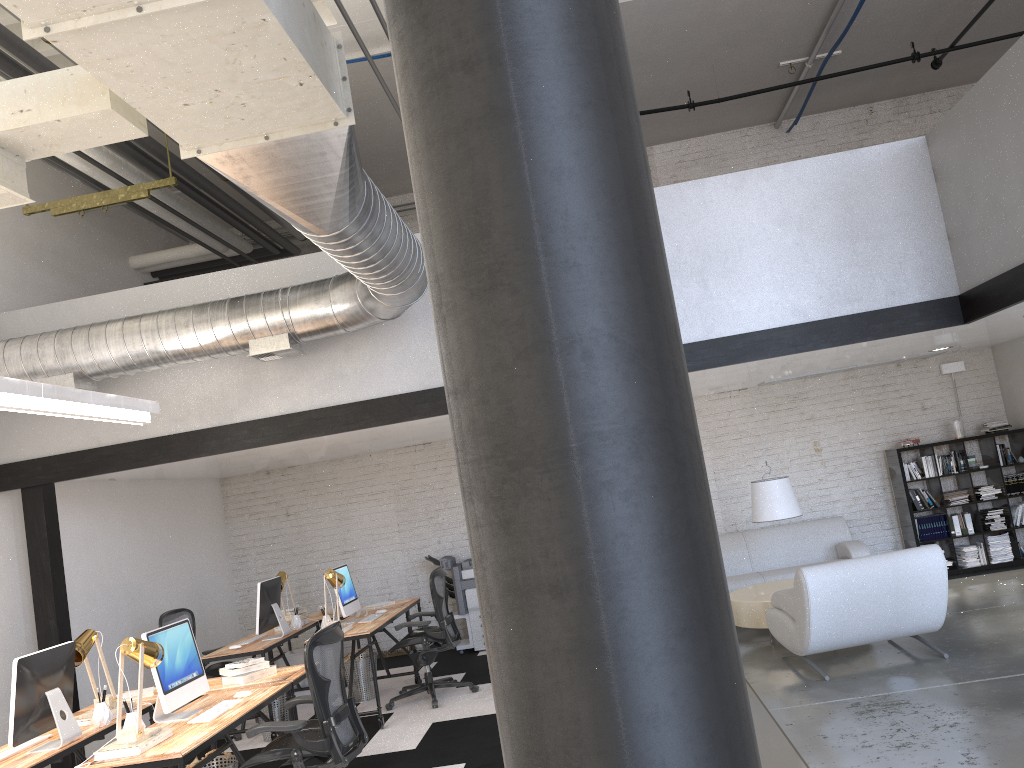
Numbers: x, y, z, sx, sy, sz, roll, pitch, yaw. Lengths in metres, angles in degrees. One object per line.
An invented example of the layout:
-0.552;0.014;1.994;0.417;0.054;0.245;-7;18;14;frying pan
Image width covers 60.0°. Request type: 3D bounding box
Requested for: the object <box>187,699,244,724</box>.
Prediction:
-1.547;1.712;4.646;0.118;0.017;0.439;-10;-7;5;object

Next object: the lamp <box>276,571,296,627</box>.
-2.040;1.911;7.916;0.128;0.469;0.345;-10;-6;5;lamp

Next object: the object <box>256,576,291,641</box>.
-1.999;1.873;7.405;0.190;0.484;0.484;-10;-6;5;object

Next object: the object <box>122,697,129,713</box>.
-1.882;1.638;4.360;0.054;0.207;0.008;-9;-6;-8;object

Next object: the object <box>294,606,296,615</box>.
-1.879;2.029;7.708;0.008;0.207;0.054;-8;-6;-12;object

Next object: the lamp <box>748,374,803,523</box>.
2.209;0.518;7.822;0.436;1.345;0.436;-11;-6;19;lamp

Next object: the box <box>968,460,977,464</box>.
4.751;0.811;9.167;0.084;0.028;0.084;-15;-9;40;box

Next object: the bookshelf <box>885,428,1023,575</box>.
4.714;1.251;9.164;1.310;1.379;0.389;-10;-6;5;bookshelf

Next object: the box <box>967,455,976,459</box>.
4.742;0.757;9.172;0.072;0.029;0.072;-9;-6;-1;box

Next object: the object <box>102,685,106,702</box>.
-2.231;1.750;4.827;0.054;0.207;0.008;-6;-7;-30;object

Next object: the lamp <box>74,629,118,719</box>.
-2.386;1.627;5.007;0.128;0.469;0.345;-10;-6;5;lamp

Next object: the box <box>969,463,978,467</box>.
4.755;0.838;9.164;0.084;0.028;0.084;-4;-9;-41;box

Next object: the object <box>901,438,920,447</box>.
4.183;0.608;9.300;0.117;0.083;0.286;-15;-8;39;object

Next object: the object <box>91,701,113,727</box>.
-2.224;1.789;4.809;0.101;0.126;0.101;-4;-8;-40;object

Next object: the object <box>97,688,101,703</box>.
-2.225;1.745;4.799;0.008;0.207;0.054;-8;-6;-12;object

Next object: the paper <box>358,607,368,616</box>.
-1.468;2.093;8.291;0.083;0.082;1.136;-7;-7;-21;paper

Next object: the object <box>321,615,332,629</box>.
-1.517;1.961;7.274;0.101;0.126;0.101;-4;-8;-40;object

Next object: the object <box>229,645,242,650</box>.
-2.217;2.105;7.101;0.106;0.029;0.059;-10;-6;6;object

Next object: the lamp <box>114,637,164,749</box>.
-1.768;1.431;4.208;0.126;0.469;0.345;-10;-6;5;lamp

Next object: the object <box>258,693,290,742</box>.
-1.868;2.569;7.002;0.353;0.434;0.359;-10;-6;1;object

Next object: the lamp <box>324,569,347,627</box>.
-1.422;1.714;7.117;0.126;0.469;0.345;-10;-6;5;lamp

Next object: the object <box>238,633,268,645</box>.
-2.177;2.143;7.425;0.118;0.017;0.439;-10;-7;5;object

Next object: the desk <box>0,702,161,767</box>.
-2.390;2.223;4.582;0.529;0.723;1.403;-10;-6;5;desk

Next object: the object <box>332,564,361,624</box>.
-1.455;1.808;7.622;0.190;0.484;0.484;-10;-6;5;object

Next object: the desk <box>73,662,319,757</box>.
-1.886;2.248;5.509;1.401;0.723;0.530;-10;-6;5;desk

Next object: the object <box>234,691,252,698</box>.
-1.509;1.738;4.972;0.106;0.029;0.059;-10;-6;6;object

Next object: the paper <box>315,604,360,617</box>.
-1.632;2.122;8.305;0.083;0.082;1.137;-6;-8;-31;paper

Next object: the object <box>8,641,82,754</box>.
-2.345;1.590;4.496;0.190;0.484;0.484;-10;-6;5;object

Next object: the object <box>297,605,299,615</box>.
-1.873;2.031;7.731;0.054;0.207;0.008;-9;-6;-8;object

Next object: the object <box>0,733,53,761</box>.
-2.523;1.860;4.517;0.118;0.017;0.439;-10;-7;5;object

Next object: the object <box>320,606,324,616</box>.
-1.536;1.921;7.268;0.054;0.207;0.008;-9;-6;-8;object

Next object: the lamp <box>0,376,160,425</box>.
-2.881;-1.471;2.086;0.226;2.860;7.312;-10;-6;5;lamp

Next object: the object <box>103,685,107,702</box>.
-2.219;1.748;4.822;0.054;0.207;0.008;-9;-6;-8;object

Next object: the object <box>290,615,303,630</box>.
-1.878;2.073;7.717;0.101;0.126;0.101;-4;-8;-40;object

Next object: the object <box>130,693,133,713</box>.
-1.876;1.639;4.383;0.008;0.207;0.054;-8;-6;-12;object

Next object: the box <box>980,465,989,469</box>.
4.844;0.852;9.095;0.071;0.023;0.071;-14;-8;37;box

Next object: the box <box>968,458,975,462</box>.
4.746;0.784;9.170;0.075;0.027;0.075;-13;-7;27;box

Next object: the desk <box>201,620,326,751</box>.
-2.044;2.506;7.491;0.529;0.723;1.403;-10;-6;5;desk

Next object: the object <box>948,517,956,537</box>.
4.485;1.462;9.117;0.056;0.199;0.177;-10;-6;4;object

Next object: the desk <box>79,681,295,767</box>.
-1.559;2.076;4.507;0.529;0.723;1.403;-10;-6;5;desk

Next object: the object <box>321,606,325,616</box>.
-1.524;1.918;7.263;0.054;0.207;0.008;-6;-7;-30;object

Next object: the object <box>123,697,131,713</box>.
-1.871;1.635;4.355;0.054;0.207;0.008;-6;-7;-30;object

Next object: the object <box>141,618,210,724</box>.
-1.801;1.525;4.713;0.190;0.484;0.484;-10;-6;5;object

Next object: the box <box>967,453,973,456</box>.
4.738;0.733;9.175;0.055;0.020;0.055;-12;-7;24;box

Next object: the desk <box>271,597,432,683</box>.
-1.540;2.531;8.417;1.401;0.723;0.530;-10;-6;5;desk

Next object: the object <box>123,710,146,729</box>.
-1.864;1.677;4.365;0.101;0.126;0.101;-4;-8;-40;object

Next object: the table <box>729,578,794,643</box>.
2.447;1.954;7.636;1.118;0.394;1.121;-8;-7;-13;table

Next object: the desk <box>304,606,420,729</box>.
-1.213;2.359;7.415;0.529;0.723;1.403;-10;-6;5;desk

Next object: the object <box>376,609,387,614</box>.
-1.163;2.021;7.880;0.106;0.029;0.059;-10;-6;6;object

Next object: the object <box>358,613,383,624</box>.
-1.201;1.996;7.555;0.118;0.017;0.439;-10;-7;5;object

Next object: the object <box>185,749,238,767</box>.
-1.687;2.300;4.967;0.353;0.434;0.359;-10;-6;1;object

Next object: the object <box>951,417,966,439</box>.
4.622;0.454;9.189;0.106;0.217;0.106;-12;-6;23;object

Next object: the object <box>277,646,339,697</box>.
-1.878;2.713;8.287;0.544;0.454;0.221;-10;-6;5;object

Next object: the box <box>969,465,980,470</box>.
4.760;0.869;9.161;0.096;0.034;0.096;-7;-7;-24;box

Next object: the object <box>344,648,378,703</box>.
-1.340;2.583;7.875;0.353;0.434;0.359;-10;-6;1;object
